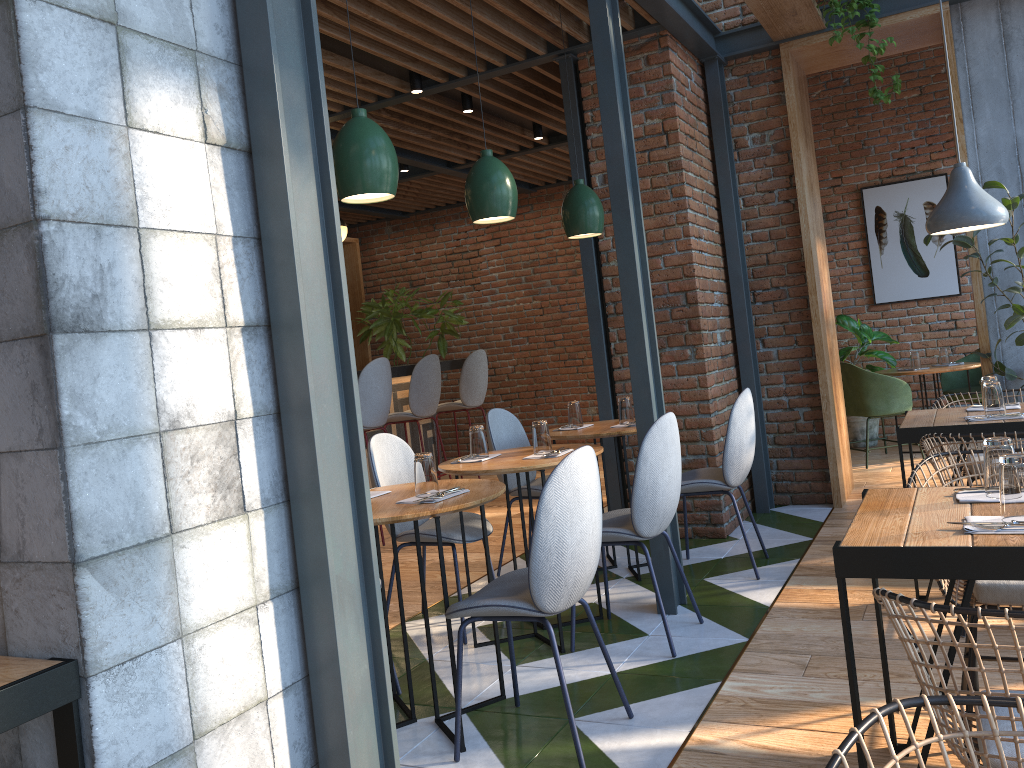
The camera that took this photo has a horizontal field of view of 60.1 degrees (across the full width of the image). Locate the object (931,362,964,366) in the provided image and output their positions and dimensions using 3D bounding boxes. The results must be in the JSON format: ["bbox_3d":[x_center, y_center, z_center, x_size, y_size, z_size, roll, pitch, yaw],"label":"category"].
[{"bbox_3d":[3.547,-0.163,7.198,0.157,0.019,0.242,-7,2,-15],"label":"object"}]

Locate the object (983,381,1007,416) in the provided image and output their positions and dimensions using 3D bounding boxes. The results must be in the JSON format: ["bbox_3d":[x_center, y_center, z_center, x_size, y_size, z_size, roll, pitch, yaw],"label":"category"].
[{"bbox_3d":[1.949,0.060,3.584,0.080,0.138,0.080,-6,0,-13],"label":"object"}]

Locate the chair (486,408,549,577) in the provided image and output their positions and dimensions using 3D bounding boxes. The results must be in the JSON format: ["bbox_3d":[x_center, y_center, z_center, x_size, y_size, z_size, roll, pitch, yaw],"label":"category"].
[{"bbox_3d":[0.155,0.558,4.836,0.506,0.888,0.419,-6,0,28],"label":"chair"}]

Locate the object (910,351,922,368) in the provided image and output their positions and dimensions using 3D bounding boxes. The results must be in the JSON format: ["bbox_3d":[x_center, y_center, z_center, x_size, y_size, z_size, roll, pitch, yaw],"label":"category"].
[{"bbox_3d":[3.242,-0.192,7.115,0.080,0.138,0.080,-6,0,-42],"label":"object"}]

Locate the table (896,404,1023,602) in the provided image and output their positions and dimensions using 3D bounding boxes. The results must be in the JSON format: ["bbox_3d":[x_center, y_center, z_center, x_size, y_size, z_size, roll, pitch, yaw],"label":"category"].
[{"bbox_3d":[2.305,0.451,3.586,1.268,0.706,0.659,-6,1,27],"label":"table"}]

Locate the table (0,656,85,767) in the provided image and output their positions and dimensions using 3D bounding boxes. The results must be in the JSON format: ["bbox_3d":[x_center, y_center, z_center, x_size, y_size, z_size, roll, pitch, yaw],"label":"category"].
[{"bbox_3d":[-1.590,0.974,0.365,0.656,0.766,2.779,-6,2,27],"label":"table"}]

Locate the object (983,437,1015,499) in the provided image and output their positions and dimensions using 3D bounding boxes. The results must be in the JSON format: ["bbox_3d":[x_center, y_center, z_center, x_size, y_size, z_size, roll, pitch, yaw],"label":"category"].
[{"bbox_3d":[1.173,0.199,2.125,0.080,0.138,0.080,-6,0,-41],"label":"object"}]

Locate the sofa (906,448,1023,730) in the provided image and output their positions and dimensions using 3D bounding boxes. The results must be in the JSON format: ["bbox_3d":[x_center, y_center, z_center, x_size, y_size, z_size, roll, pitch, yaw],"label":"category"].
[{"bbox_3d":[1.674,0.552,2.352,1.089,0.733,0.471,-6,0,27],"label":"sofa"}]

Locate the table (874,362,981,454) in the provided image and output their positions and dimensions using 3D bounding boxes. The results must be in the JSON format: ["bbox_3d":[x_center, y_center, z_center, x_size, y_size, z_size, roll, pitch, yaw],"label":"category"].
[{"bbox_3d":[3.403,0.210,7.163,0.806,0.687,0.808,-6,1,11],"label":"table"}]

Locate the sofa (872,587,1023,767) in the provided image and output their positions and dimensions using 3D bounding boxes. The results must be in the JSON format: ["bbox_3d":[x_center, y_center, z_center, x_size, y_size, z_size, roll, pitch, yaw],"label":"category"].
[{"bbox_3d":[1.162,0.646,1.347,1.089,0.733,0.471,-6,0,27],"label":"sofa"}]

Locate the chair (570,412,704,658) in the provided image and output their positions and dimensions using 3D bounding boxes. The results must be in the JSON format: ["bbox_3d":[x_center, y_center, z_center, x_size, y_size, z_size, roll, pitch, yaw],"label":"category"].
[{"bbox_3d":[0.448,0.571,3.540,0.506,0.888,0.419,-6,0,28],"label":"chair"}]

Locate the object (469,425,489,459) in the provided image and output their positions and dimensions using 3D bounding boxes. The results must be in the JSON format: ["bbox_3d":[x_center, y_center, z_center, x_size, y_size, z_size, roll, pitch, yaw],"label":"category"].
[{"bbox_3d":[-0.145,0.247,3.786,0.080,0.138,0.080,-6,0,-23],"label":"object"}]

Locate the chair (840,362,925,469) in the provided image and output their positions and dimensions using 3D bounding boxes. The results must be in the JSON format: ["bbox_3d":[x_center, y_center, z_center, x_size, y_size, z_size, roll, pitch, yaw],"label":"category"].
[{"bbox_3d":[2.868,0.207,7.072,0.515,0.819,0.638,-6,0,-9],"label":"chair"}]

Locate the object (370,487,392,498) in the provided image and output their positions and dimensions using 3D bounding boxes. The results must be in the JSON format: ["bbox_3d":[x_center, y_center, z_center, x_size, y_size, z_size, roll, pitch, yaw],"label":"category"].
[{"bbox_3d":[-0.532,0.383,3.060,0.157,0.019,0.243,-5,2,32],"label":"object"}]

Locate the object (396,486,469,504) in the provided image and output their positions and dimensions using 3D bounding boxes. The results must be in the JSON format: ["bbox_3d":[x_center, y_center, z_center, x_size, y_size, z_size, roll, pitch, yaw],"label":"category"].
[{"bbox_3d":[-0.262,0.360,2.865,0.157,0.019,0.243,-5,2,32],"label":"object"}]

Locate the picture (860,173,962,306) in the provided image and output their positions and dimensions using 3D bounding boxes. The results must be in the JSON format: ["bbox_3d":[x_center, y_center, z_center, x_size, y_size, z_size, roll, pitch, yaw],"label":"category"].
[{"bbox_3d":[3.596,-1.295,8.003,0.724,1.095,0.023,-6,-1,27],"label":"picture"}]

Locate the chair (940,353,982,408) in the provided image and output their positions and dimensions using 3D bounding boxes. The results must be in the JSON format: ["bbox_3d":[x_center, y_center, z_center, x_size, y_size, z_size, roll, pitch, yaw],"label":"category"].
[{"bbox_3d":[3.877,0.087,7.254,0.515,0.819,0.638,-6,0,-14],"label":"chair"}]

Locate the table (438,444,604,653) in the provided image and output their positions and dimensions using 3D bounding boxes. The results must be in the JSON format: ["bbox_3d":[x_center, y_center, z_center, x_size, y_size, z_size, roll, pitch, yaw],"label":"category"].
[{"bbox_3d":[0.078,0.676,3.735,0.700,0.747,0.698,-7,1,-21],"label":"table"}]

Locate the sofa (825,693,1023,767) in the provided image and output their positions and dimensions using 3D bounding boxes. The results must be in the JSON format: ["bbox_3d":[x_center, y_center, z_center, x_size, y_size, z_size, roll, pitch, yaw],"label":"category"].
[{"bbox_3d":[0.809,0.710,0.655,1.089,0.733,0.471,-6,0,27],"label":"sofa"}]

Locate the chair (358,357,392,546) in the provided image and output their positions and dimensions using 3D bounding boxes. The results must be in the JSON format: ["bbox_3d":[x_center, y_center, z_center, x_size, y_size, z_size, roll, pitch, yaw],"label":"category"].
[{"bbox_3d":[-1.034,0.457,6.109,0.506,1.244,0.419,-7,0,23],"label":"chair"}]

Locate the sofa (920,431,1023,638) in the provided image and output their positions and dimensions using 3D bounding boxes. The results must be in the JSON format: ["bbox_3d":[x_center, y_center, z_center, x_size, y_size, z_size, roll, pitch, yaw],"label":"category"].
[{"bbox_3d":[2.051,0.484,3.090,1.089,0.733,0.471,-6,0,27],"label":"sofa"}]

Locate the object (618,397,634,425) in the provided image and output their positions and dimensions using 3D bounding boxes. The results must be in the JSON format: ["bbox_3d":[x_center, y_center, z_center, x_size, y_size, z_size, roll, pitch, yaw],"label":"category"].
[{"bbox_3d":[0.587,0.137,4.579,0.080,0.138,0.080,-6,0,14],"label":"object"}]

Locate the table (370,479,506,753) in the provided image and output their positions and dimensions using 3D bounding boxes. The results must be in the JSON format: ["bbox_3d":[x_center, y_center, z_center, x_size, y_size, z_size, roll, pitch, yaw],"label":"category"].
[{"bbox_3d":[-0.327,0.750,2.942,0.697,0.747,0.701,-6,1,38],"label":"table"}]

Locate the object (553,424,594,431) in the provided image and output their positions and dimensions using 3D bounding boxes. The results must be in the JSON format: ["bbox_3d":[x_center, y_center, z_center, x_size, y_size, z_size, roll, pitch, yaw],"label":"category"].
[{"bbox_3d":[0.332,0.226,4.743,0.157,0.019,0.243,-5,2,31],"label":"object"}]

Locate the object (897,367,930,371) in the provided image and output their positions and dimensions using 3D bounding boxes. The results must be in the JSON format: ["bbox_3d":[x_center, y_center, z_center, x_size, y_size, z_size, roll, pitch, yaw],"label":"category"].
[{"bbox_3d":[3.221,-0.124,7.129,0.157,0.019,0.242,-7,2,-15],"label":"object"}]

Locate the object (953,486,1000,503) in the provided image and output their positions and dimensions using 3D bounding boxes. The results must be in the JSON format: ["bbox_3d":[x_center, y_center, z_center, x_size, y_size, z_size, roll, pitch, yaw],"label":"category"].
[{"bbox_3d":[1.201,0.262,2.140,0.242,0.019,0.158,-5,2,26],"label":"object"}]

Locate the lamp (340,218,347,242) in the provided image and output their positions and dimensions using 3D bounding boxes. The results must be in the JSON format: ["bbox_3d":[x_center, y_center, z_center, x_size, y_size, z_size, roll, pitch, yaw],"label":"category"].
[{"bbox_3d":[-1.782,-3.104,7.820,0.267,3.796,0.269,-7,-1,37],"label":"lamp"}]

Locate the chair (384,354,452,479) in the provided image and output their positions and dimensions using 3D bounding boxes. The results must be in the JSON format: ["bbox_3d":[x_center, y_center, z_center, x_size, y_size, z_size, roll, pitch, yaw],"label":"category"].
[{"bbox_3d":[-0.751,0.411,6.824,0.506,1.244,0.419,-7,0,25],"label":"chair"}]

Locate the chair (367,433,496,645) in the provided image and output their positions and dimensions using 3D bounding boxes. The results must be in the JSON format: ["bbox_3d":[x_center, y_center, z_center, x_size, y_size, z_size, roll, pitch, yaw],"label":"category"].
[{"bbox_3d":[-0.345,0.646,3.954,0.506,0.888,0.419,-6,0,23],"label":"chair"}]

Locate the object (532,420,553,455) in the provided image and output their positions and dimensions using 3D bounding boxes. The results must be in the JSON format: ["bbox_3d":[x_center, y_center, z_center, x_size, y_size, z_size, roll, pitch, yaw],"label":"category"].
[{"bbox_3d":[0.122,0.221,3.683,0.080,0.138,0.080,-6,0,37],"label":"object"}]

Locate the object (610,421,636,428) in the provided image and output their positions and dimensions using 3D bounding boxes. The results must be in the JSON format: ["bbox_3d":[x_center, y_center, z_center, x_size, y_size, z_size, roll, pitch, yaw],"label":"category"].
[{"bbox_3d":[0.608,0.202,4.556,0.157,0.019,0.243,-5,2,31],"label":"object"}]

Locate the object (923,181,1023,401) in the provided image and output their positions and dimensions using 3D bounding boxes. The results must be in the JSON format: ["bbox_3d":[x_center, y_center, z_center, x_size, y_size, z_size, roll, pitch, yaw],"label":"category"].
[{"bbox_3d":[2.934,-0.202,4.718,1.063,1.774,1.017,-6,0,-4],"label":"object"}]

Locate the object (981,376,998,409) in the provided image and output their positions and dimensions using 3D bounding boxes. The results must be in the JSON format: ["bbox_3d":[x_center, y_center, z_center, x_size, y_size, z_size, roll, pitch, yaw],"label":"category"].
[{"bbox_3d":[2.084,0.035,3.853,0.080,0.138,0.080,-6,0,44],"label":"object"}]

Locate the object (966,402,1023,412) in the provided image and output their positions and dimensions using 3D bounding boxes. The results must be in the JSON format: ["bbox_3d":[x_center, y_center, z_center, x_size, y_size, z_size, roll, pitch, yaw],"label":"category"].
[{"bbox_3d":[2.113,0.098,3.866,0.242,0.019,0.158,-5,2,31],"label":"object"}]

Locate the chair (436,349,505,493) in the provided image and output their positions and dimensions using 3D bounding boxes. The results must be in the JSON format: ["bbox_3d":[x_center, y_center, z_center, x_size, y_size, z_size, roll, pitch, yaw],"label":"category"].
[{"bbox_3d":[-0.406,0.349,7.470,0.506,1.244,0.419,-7,0,27],"label":"chair"}]

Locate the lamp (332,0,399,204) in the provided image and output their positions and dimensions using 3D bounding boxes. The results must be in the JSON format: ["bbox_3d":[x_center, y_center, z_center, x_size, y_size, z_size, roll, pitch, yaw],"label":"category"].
[{"bbox_3d":[-0.594,-1.624,2.973,0.223,2.023,0.224,-7,-1,31],"label":"lamp"}]

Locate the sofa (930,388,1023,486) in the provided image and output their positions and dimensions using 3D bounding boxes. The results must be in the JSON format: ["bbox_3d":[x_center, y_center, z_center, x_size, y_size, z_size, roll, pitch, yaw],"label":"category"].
[{"bbox_3d":[2.563,0.390,4.095,1.089,0.733,0.471,-6,0,27],"label":"sofa"}]

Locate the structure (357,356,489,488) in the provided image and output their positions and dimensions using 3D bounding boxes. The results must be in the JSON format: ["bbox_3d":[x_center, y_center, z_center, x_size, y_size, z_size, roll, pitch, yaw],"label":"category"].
[{"bbox_3d":[-2.527,0.550,6.394,2.910,1.397,4.932,-6,2,27],"label":"structure"}]

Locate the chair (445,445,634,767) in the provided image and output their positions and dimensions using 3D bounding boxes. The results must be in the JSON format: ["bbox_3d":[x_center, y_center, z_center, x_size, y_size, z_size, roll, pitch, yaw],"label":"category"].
[{"bbox_3d":[0.049,0.645,2.713,0.506,0.888,0.419,-6,0,28],"label":"chair"}]

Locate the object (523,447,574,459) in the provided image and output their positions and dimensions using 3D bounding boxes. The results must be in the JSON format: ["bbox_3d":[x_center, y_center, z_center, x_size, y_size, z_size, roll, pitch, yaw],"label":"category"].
[{"bbox_3d":[0.146,0.285,3.661,0.157,0.019,0.243,-6,2,24],"label":"object"}]

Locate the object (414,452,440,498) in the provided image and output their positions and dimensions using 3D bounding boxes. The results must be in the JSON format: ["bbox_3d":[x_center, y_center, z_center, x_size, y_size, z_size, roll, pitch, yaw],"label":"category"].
[{"bbox_3d":[-0.282,0.295,2.889,0.080,0.138,0.080,-6,0,5],"label":"object"}]

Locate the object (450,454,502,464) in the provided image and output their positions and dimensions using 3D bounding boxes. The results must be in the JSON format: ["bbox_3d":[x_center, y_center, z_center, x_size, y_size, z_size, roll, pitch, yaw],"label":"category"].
[{"bbox_3d":[-0.150,0.313,3.814,0.157,0.019,0.243,-6,2,24],"label":"object"}]

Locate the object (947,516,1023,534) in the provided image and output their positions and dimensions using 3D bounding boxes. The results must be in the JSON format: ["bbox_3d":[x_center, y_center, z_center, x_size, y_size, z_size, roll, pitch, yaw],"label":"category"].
[{"bbox_3d":[1.049,0.289,1.861,0.242,0.019,0.158,-5,2,29],"label":"object"}]

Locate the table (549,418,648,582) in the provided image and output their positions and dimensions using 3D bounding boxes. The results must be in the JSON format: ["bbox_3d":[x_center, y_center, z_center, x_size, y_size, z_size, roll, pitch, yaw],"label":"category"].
[{"bbox_3d":[0.538,0.592,4.637,0.700,0.747,0.698,-7,1,-16],"label":"table"}]

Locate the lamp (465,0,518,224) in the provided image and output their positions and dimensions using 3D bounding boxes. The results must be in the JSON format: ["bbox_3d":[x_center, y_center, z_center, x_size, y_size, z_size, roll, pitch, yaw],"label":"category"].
[{"bbox_3d":[-0.189,-1.698,3.766,0.223,2.023,0.224,-7,-1,31],"label":"lamp"}]

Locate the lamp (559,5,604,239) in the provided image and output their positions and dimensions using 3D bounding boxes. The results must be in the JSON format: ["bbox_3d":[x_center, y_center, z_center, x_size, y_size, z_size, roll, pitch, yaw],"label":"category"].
[{"bbox_3d":[0.271,-1.781,4.667,0.223,2.023,0.224,-7,-1,31],"label":"lamp"}]

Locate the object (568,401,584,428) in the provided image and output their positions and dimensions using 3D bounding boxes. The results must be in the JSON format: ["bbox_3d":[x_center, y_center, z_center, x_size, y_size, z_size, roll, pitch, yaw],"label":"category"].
[{"bbox_3d":[0.334,0.161,4.714,0.080,0.138,0.080,-6,0,-26],"label":"object"}]

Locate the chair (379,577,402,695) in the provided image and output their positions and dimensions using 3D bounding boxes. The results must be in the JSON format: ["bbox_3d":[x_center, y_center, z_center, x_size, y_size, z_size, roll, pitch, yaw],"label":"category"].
[{"bbox_3d":[-0.724,0.717,3.148,0.506,0.888,0.419,-6,0,33],"label":"chair"}]

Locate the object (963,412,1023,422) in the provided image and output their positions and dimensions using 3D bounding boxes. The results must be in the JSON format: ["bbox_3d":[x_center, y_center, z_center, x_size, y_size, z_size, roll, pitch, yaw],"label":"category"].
[{"bbox_3d":[1.928,0.129,3.570,0.242,0.019,0.158,-6,2,24],"label":"object"}]

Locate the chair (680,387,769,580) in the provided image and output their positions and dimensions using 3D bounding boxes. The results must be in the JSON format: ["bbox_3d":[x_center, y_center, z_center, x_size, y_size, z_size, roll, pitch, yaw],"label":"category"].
[{"bbox_3d":[0.979,0.480,4.404,0.506,0.888,0.419,-6,0,23],"label":"chair"}]

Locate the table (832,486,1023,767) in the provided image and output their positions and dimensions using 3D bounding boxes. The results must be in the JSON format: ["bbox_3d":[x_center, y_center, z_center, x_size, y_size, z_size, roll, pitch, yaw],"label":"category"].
[{"bbox_3d":[1.420,0.612,1.850,1.268,0.706,0.659,-6,1,27],"label":"table"}]

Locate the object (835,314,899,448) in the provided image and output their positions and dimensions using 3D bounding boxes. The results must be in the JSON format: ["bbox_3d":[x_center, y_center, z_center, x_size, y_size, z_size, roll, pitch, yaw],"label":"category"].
[{"bbox_3d":[3.094,-0.039,7.935,0.634,1.197,0.713,-6,0,-12],"label":"object"}]

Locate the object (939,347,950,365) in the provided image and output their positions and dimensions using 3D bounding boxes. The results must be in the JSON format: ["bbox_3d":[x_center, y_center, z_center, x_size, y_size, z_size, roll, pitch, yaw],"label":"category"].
[{"bbox_3d":[3.514,-0.226,7.204,0.080,0.138,0.080,-6,0,-42],"label":"object"}]

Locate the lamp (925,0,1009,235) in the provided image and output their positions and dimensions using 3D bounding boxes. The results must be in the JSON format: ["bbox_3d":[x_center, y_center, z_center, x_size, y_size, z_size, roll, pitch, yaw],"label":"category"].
[{"bbox_3d":[1.899,-2.961,4.212,0.352,4.493,0.353,-7,-1,32],"label":"lamp"}]

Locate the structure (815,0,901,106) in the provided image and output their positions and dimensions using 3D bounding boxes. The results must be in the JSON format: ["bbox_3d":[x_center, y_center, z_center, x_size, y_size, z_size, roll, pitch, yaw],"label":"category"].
[{"bbox_3d":[1.923,-2.060,5.093,0.512,0.969,0.665,-6,0,19],"label":"structure"}]

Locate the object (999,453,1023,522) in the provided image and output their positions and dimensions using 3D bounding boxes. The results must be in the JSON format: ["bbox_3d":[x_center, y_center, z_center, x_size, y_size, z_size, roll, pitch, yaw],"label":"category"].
[{"bbox_3d":[1.071,0.219,1.872,0.080,0.138,0.080,-6,0,2],"label":"object"}]

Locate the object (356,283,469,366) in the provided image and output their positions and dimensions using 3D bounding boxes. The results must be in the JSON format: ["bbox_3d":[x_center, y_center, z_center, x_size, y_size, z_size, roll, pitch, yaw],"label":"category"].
[{"bbox_3d":[-1.109,-0.082,9.750,1.512,2.098,1.085,-6,0,32],"label":"object"}]
